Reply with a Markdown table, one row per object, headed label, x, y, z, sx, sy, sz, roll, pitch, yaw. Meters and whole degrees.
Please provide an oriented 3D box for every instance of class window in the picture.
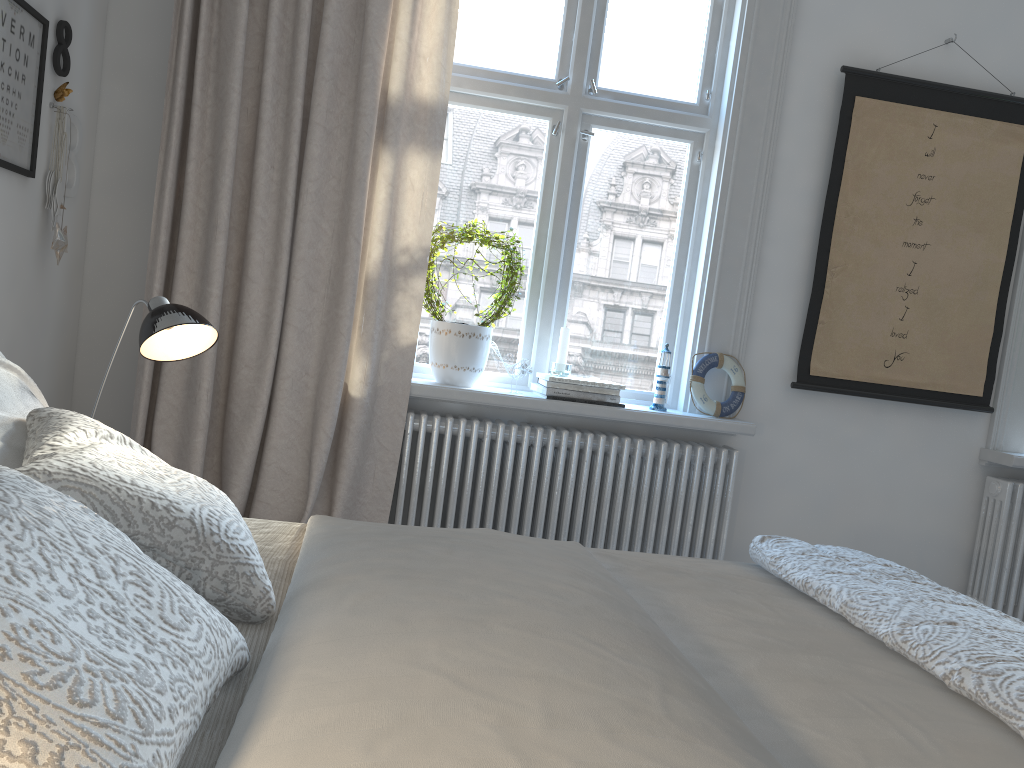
| label | x | y | z | sx | sy | sz | roll | pitch | yaw |
| --- | --- | --- | --- | --- | --- | --- | --- | --- | --- |
| window | -3.205 | -1.467 | 4.308 | 7.981 | 7.019 | 11.947 | 7 | 4 | -8 |
| window | -8.983 | -4.475 | 14.761 | 25.650 | 15.041 | 26.503 | 7 | 4 | -8 |

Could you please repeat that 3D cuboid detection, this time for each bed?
| label | x | y | z | sx | sy | sz | roll | pitch | yaw |
| --- | --- | --- | --- | --- | --- | --- | --- | --- | --- |
| bed | -0.072 | 0.362 | 1.083 | 2.177 | 1.048 | 1.885 | 7 | 4 | -8 |

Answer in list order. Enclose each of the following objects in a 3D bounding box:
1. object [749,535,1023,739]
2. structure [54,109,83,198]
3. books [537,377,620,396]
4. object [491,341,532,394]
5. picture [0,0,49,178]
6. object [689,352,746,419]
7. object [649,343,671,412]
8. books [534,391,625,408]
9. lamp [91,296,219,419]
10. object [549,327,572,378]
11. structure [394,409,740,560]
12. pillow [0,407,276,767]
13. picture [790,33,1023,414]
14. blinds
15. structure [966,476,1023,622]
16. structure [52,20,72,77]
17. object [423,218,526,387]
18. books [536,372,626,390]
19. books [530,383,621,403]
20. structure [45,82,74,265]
| label | x | y | z | sx | sy | sz | roll | pitch | yaw |
| --- | --- | --- | --- | --- | --- | --- | --- | --- | --- |
| object | 0.764 | 0.427 | 1.185 | 0.405 | 0.104 | 1.458 | 7 | 3 | -8 |
| structure | -1.310 | -0.673 | 2.620 | 0.024 | 0.239 | 0.146 | 7 | 4 | -8 |
| books | 0.227 | 0.008 | 3.058 | 0.253 | 0.022 | 0.207 | 7 | 3 | -7 |
| object | -0.007 | -0.056 | 3.034 | 0.196 | 0.165 | 0.059 | 11 | 5 | 42 |
| picture | -1.244 | -0.747 | 2.192 | 0.021 | 0.415 | 0.364 | 7 | 4 | -8 |
| object | 0.723 | 0.004 | 3.111 | 0.236 | 0.228 | 0.079 | 6 | 5 | -22 |
| object | 0.521 | -0.025 | 3.068 | 0.059 | 0.235 | 0.060 | 10 | 5 | 34 |
| books | 0.227 | 0.051 | 3.056 | 0.272 | 0.013 | 0.219 | 7 | 3 | -11 |
| lamp | -0.990 | 0.243 | 2.098 | 0.450 | 0.937 | 0.799 | 5 | 4 | -25 |
| object | 0.175 | -0.112 | 3.046 | 0.074 | 0.173 | 0.074 | 11 | 5 | 37 |
| structure | 0.050 | 0.408 | 3.083 | 1.506 | 0.548 | 0.195 | 7 | 4 | -8 |
| pillow | -0.483 | 0.199 | 1.047 | 0.416 | 0.226 | 1.144 | 6 | 3 | -15 |
| picture | 1.475 | -0.588 | 3.189 | 0.793 | 1.315 | 0.057 | 7 | 4 | -8 |
| blinds | -0.638 | -0.613 | 2.662 | 0.831 | 2.651 | 0.224 | 7 | 4 | -8 |
| structure | 2.440 | 0.699 | 3.411 | 1.506 | 0.548 | 0.195 | 7 | 4 | -8 |
| structure | -1.256 | -0.938 | 2.480 | 0.014 | 0.151 | 0.096 | 7 | 4 | -8 |
| object | -0.162 | -0.282 | 3.031 | 0.385 | 0.574 | 0.216 | 5 | 5 | -27 |
| books | 0.234 | -0.010 | 3.057 | 0.269 | 0.015 | 0.203 | 7 | 3 | -11 |
| books | 0.215 | 0.030 | 3.065 | 0.262 | 0.025 | 0.207 | 7 | 3 | -15 |
| structure | -1.277 | -0.593 | 2.499 | 0.078 | 0.515 | 0.134 | 6 | 5 | -20 |
